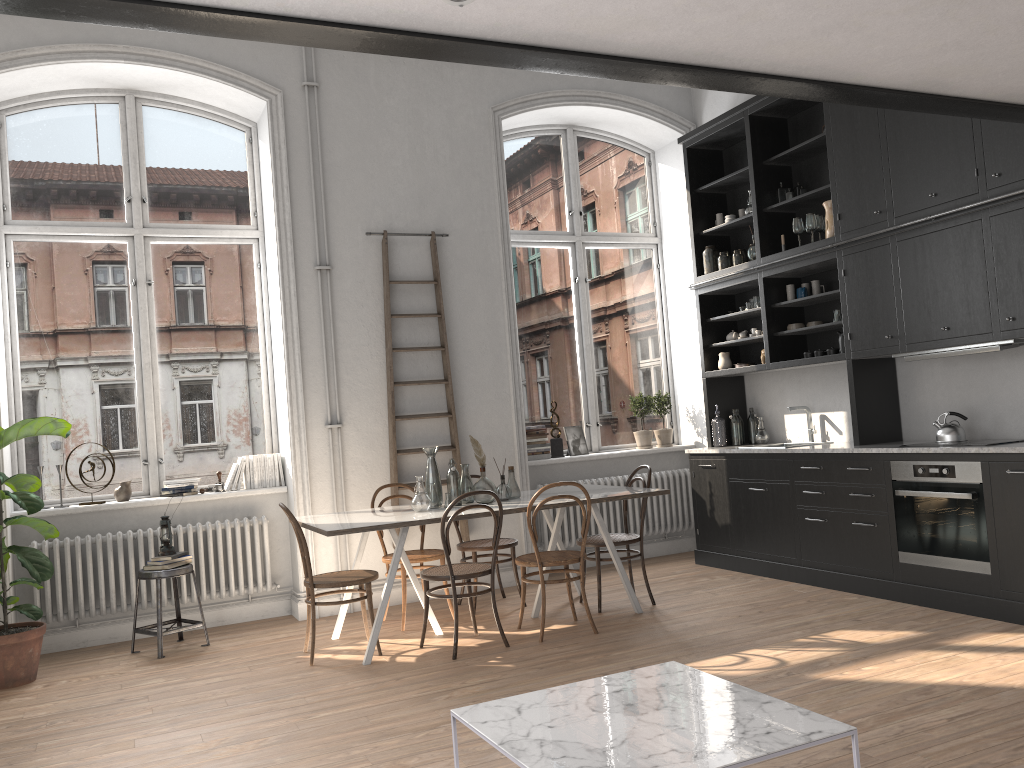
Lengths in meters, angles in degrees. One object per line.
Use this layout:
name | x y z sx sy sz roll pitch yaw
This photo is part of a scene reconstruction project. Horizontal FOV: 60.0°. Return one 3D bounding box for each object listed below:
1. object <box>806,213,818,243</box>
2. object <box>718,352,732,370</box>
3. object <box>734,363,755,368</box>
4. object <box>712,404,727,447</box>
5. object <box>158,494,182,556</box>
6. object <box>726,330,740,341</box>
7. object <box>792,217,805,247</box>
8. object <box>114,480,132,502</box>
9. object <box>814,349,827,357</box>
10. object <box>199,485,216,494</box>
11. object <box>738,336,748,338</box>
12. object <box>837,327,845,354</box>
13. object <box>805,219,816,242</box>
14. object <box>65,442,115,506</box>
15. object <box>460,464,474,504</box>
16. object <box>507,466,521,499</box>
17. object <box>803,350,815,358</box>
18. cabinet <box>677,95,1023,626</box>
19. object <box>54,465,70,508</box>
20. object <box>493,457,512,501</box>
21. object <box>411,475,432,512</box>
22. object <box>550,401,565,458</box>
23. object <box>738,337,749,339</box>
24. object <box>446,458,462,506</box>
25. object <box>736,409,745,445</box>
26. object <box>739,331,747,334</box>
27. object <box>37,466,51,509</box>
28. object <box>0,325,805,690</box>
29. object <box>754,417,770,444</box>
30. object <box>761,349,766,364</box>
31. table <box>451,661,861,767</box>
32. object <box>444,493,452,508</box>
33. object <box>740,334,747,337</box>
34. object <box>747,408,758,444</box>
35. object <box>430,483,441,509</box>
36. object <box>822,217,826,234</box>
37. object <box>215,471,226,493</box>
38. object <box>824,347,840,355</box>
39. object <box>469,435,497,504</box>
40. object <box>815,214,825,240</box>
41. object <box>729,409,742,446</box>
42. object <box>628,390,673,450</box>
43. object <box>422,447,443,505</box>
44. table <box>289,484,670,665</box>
object | 2.139 -1.102 6.319 0.083 0.221 0.083 -5 -2 22
object | 1.768 -0.187 7.356 0.116 0.144 0.127 -7 -3 44
object | 1.901 -0.148 7.241 0.180 0.037 0.180 -2 -3 -40
object | 1.710 0.342 7.342 0.109 0.349 0.109 -2 -3 -44
object | -2.241 0.920 5.802 0.154 0.383 0.163 -6 -3 39
object | 1.845 -0.396 7.390 0.140 0.100 0.125 -2 -3 -43
object | 2.083 -1.093 6.438 0.083 0.221 0.083 -5 -2 7
object | -2.702 0.744 6.157 0.102 0.142 0.100 -6 -3 40
object | 2.207 -0.222 6.345 0.104 0.059 0.088 -7 -3 44
object | -2.204 0.763 6.406 0.088 0.048 0.153 -5 -3 15
object | 1.887 -0.377 7.235 0.085 0.017 0.085 -3 -3 -29
object | 2.337 -0.306 6.159 0.124 0.191 0.129 -5 -2 3
object | 2.183 -1.099 6.466 0.083 0.221 0.083 -3 -2 -33
object | -2.889 0.614 6.085 0.347 0.425 0.087 -5 -2 8
object | -0.300 0.651 5.789 0.100 0.255 0.098 -6 -3 42
object | 0.001 0.654 5.919 0.101 0.211 0.101 -5 -2 15
object | 2.167 -0.215 6.451 0.088 0.059 0.104 -3 -3 -36
cabinet | 2.318 -0.426 6.049 0.635 3.582 3.252 -3 -2 -25
object | -3.047 0.690 5.985 0.095 0.289 0.095 -4 -2 -2
object | -0.061 0.619 5.809 0.106 0.283 0.107 -3 -2 -30
object | -0.560 0.674 5.446 0.132 0.219 0.132 -3 -3 -35
object | 0.371 0.387 7.615 0.122 0.488 0.102 -4 -2 0
object | 1.889 -0.370 7.233 0.085 0.015 0.085 -4 -3 -11
object | -0.374 0.628 5.676 0.086 0.301 0.086 -3 -3 -39
object | 1.901 0.358 7.443 0.086 0.301 0.086 -4 -2 -10
object | 1.884 -0.411 7.235 0.055 0.047 0.058 -4 -2 -10
object | -3.177 0.700 5.988 0.095 0.289 0.095 -5 -2 7
object | -0.573 0.667 6.006 5.826 1.842 0.792 -4 -2 -20
object | 2.040 0.379 7.249 0.132 0.219 0.120 -3 -2 -25
object | 1.967 -0.212 6.885 0.069 0.123 0.173 -5 -2 7
table | 0.381 1.170 2.584 0.849 0.392 0.849 -3 -3 -25
object | -0.398 0.729 5.553 0.058 0.094 0.058 -5 -2 3
object | 1.886 -0.391 7.234 0.056 0.033 0.058 -6 -3 40
object | 2.003 0.348 7.374 0.086 0.301 0.086 -5 -2 21
object | -0.495 0.707 5.615 0.083 0.158 0.083 -3 -2 -29
object | 2.310 -1.108 6.491 0.083 0.221 0.083 -5 -2 7
object | -2.107 0.703 6.393 0.088 0.153 0.048 -6 -3 35
object | 2.268 -0.230 6.263 0.104 0.059 0.088 -4 -2 -16
object | -0.188 0.541 5.670 0.156 0.446 0.157 -4 -2 -7
object | 2.217 -1.105 6.391 0.083 0.221 0.083 -3 -2 -26
object | 1.847 0.358 7.332 0.086 0.301 0.086 -3 -3 -39
object | 1.261 0.319 8.031 0.500 0.524 0.234 -3 -3 -35
object | -0.513 0.600 5.738 0.116 0.382 0.116 -4 -2 -14
table | -0.188 1.156 5.677 2.200 0.779 1.101 -3 -3 -25
